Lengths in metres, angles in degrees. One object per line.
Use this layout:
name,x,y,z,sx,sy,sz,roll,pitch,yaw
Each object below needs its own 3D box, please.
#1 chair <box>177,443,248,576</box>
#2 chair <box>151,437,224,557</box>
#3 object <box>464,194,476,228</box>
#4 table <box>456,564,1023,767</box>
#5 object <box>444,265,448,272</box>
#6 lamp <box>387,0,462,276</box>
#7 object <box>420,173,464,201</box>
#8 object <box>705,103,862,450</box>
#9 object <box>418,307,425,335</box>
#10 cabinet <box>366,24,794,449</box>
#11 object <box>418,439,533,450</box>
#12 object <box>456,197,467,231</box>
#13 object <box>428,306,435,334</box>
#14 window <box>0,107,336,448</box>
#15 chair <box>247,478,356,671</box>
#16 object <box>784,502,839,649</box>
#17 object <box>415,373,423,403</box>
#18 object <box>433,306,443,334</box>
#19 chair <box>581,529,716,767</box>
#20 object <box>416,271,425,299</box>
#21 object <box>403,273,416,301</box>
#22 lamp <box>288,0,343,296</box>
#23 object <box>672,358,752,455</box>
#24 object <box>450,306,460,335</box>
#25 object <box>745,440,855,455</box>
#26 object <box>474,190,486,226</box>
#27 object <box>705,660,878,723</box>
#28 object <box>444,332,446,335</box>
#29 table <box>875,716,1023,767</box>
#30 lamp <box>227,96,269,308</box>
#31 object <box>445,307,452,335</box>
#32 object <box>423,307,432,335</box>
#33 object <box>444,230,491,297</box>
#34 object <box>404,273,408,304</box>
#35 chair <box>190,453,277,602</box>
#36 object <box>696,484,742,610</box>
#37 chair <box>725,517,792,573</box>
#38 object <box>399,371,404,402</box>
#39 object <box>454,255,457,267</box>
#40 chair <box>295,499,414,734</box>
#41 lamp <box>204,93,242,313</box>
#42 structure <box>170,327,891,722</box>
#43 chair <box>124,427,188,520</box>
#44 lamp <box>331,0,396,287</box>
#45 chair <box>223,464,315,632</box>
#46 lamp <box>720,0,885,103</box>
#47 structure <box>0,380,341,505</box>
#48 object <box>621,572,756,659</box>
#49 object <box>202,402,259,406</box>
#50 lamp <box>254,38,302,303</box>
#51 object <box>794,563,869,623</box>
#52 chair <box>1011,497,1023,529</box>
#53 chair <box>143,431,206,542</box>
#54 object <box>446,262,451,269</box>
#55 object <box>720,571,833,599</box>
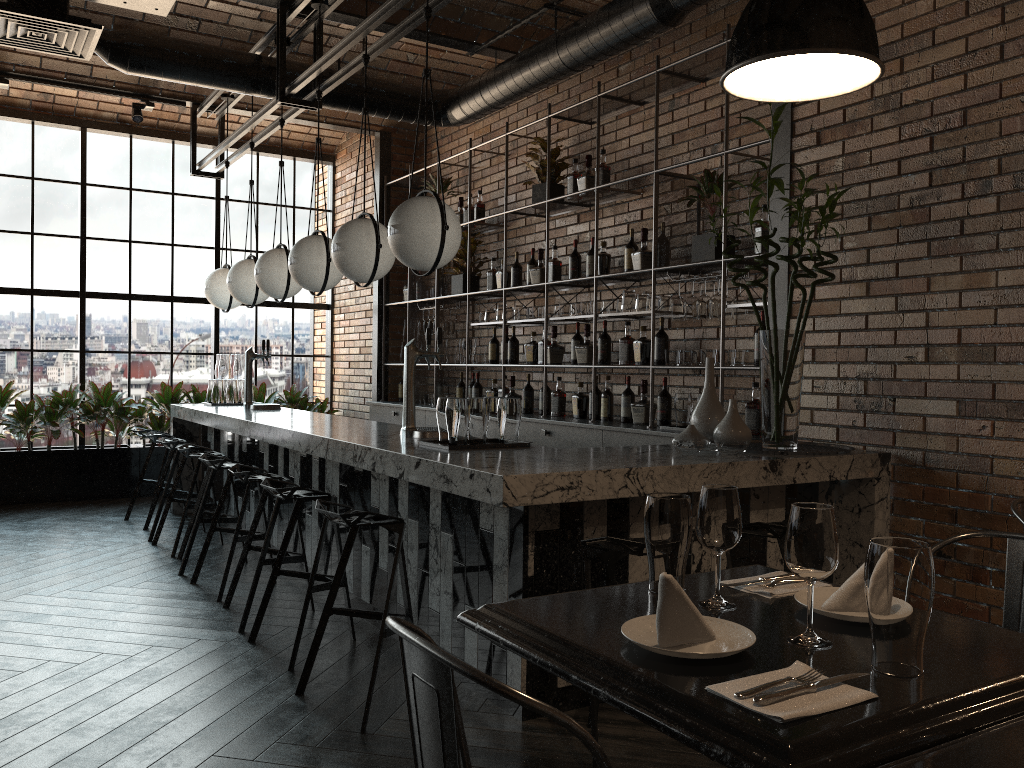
chair,-1.836,0.744,5.450,0.414,0.737,0.475,0,1,-22
chair,-2.140,0.731,5.945,0.414,0.737,0.475,0,1,-37
object,-0.352,-1.449,7.416,0.083,0.282,0.083,2,1,44
table,0.480,0.835,1.683,0.872,0.758,0.872,0,1,-32
object,-0.593,-1.134,7.948,0.092,0.244,0.092,0,1,-26
lamp,-0.390,-1.371,4.050,0.340,1.754,0.340,1,1,14
object,-0.625,-1.597,7.912,0.422,0.554,0.377,0,1,-44
object,1.173,-0.489,3.870,0.673,1.546,0.584,1,1,7
object,-0.800,-0.564,7.965,0.092,0.244,0.092,0,1,-26
cabinet,-0.331,-0.725,7.302,0.564,3.779,7.075,0,1,-32
object,-0.160,0.258,3.829,0.437,0.019,0.273,0,1,-32
object,-0.433,-1.450,7.551,0.123,0.279,0.123,0,1,-43
object,-0.690,-0.559,7.787,0.092,0.244,0.092,0,1,-26
window,-8.861,-0.865,5.440,16.179,3.253,0.168,0,1,-32
chair,-0.872,0.786,3.879,0.414,0.737,0.475,0,1,-37
object,0.530,0.337,1.573,0.092,0.244,0.092,1,1,30
object,-0.884,0.038,8.248,0.123,0.279,0.123,1,1,-18
object,-0.636,-0.557,7.699,0.092,0.244,0.092,0,1,-26
chair,0.371,0.822,2.877,0.475,0.737,0.414,0,1,-27
object,-0.846,-0.906,8.223,0.086,0.299,0.086,1,1,17
object,-0.942,-0.899,8.347,0.123,0.279,0.123,0,1,-43
lamp,-1.157,-1.405,5.299,0.340,1.754,0.340,1,1,14
object,0.844,0.087,3.705,0.319,0.397,0.316,1,1,17
object,-0.496,-0.556,7.785,0.092,0.244,0.092,0,1,-26
object,1.179,0.278,3.909,0.622,0.014,0.622,1,1,31
object,-0.265,-1.446,7.274,0.083,0.282,0.083,1,1,-16
object,0.434,0.453,1.333,0.255,0.019,0.157,0,1,-31
object,-0.602,-0.561,7.958,0.092,0.244,0.092,0,1,-26
table,0.941,0.855,0.931,0.872,0.758,0.872,0,1,-32
lamp,-1.923,-1.438,6.548,0.340,1.754,0.340,1,1,14
object,-0.550,-0.559,7.873,0.092,0.244,0.092,0,1,-26
object,-0.742,-0.561,7.872,0.092,0.244,0.092,0,1,-26
object,-0.370,-0.996,7.391,0.425,0.526,0.430,0,1,-19
object,-0.996,-0.914,8.522,0.086,0.298,0.086,1,1,17
chair,-1.501,0.758,4.904,0.414,0.737,0.475,0,1,-37
object,0.422,0.331,1.812,0.092,0.244,0.092,1,1,30
chair,0.869,0.824,3.183,0.475,0.737,0.414,0,1,-37
object,-1.050,0.021,8.555,0.086,0.299,0.086,1,1,17
object,-0.487,-1.129,7.775,0.092,0.244,0.092,0,1,-26
chair,-0.504,0.802,3.280,0.414,0.737,0.475,0,1,-42
lamp,-2.306,-1.455,7.173,0.340,1.754,0.340,1,1,14
structure,-0.604,0.414,5.563,1.930,1.430,5.346,0,1,-32
chair,-2.733,0.705,6.911,0.414,0.737,0.475,0,1,-42
lamp,-0.774,-1.388,4.675,0.340,1.754,0.340,1,1,14
chair,-1.177,0.773,4.376,0.414,0.737,0.475,0,1,-27
lamp,0.547,-1.390,1.633,0.291,1.653,0.291,1,1,13
structure,-3.514,0.502,8.297,4.107,1.072,0.757,0,1,-33
object,0.309,0.392,1.557,0.232,0.139,0.232,0,1,-38
object,-2.320,0.163,7.352,0.437,0.019,0.273,0,1,-32
lamp,-1.540,-1.422,5.924,0.340,1.754,0.340,1,1,14
object,0.691,0.394,1.785,0.232,0.139,0.232,0,1,-37
chair,1.798,0.788,2.603,0.504,0.857,0.558,0,1,-32
chair,-2.435,0.718,6.425,0.414,0.737,0.475,0,1,-27
object,-0.541,-1.131,7.863,0.092,0.244,0.092,0,1,-26
object,0.573,0.443,1.976,0.255,0.019,0.157,0,1,-31
